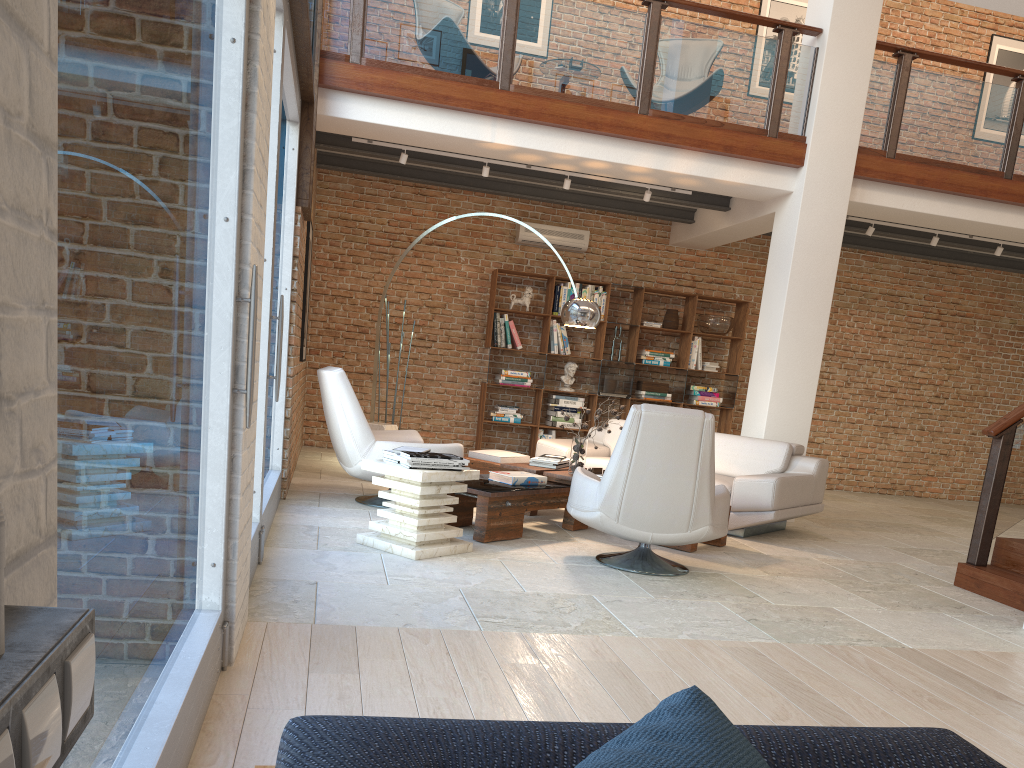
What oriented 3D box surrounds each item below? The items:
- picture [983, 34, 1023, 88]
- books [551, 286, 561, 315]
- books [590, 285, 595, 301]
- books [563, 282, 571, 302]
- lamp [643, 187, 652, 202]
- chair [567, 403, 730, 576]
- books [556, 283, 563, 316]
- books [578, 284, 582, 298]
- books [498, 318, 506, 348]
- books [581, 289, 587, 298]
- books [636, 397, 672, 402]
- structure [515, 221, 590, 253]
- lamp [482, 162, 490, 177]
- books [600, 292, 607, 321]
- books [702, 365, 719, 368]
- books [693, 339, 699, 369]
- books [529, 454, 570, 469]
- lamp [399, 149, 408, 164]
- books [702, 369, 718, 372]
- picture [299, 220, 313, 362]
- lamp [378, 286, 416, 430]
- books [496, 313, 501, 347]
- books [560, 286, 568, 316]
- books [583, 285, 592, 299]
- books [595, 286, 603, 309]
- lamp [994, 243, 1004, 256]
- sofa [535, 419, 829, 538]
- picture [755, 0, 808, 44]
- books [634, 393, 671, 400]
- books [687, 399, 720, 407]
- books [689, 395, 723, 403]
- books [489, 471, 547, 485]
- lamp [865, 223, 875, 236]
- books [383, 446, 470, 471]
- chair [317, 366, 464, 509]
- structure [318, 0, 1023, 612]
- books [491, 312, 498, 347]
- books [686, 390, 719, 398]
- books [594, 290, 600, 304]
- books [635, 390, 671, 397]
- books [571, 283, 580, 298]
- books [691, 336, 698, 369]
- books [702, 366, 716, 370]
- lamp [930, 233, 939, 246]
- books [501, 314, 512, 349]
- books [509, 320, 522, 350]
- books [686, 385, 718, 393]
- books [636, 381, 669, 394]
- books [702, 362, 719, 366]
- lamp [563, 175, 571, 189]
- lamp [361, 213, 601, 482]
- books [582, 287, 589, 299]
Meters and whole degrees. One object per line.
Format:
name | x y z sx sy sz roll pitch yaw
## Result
picture | 6.194 -3.588 10.761 0.916 1.226 0.026 4 11 -12
books | 0.486 -0.949 10.003 0.056 0.337 0.247 4 8 -12
books | 0.888 -0.936 10.075 0.036 0.393 0.237 4 9 -12
books | 0.613 -0.964 10.010 0.036 0.393 0.237 4 9 -12
lamp | 1.245 -1.735 8.003 0.061 0.118 0.092 5 7 -5
chair | 0.855 0.629 5.239 1.026 1.041 0.951 6 6 4
books | 0.526 -0.959 10.007 0.021 0.368 0.264 4 8 -12
books | 0.740 -0.951 10.043 0.036 0.393 0.237 4 9 -12
books | -0.130 -0.582 9.977 0.103 0.342 0.247 4 8 -12
books | 0.786 -0.918 10.044 0.056 0.337 0.247 4 8 -12
books | 1.702 0.184 10.479 0.357 0.021 0.266 6 1 -14
structure | 0.462 -1.674 9.948 0.815 0.225 0.195 6 7 -12
lamp | -0.230 -1.884 7.669 0.061 0.124 0.083 4 8 -10
books | 1.021 -0.894 10.127 0.056 0.337 0.247 4 8 -12
books | 2.382 -0.215 10.518 0.171 0.019 0.231 6 1 -9
books | 2.158 -0.356 10.452 0.021 0.368 0.264 4 8 -12
books | 0.306 0.617 6.990 0.248 0.076 0.396 7 1 20
lamp | -0.934 -1.953 7.513 0.059 0.132 0.084 -3 12 -42
books | 2.374 -0.162 10.538 0.171 0.019 0.231 6 1 -4
picture | -1.818 -0.804 7.714 0.027 1.224 0.887 4 8 -12
lamp | -1.266 -0.074 9.160 0.416 1.865 0.194 -3 14 -41
books | -0.174 -0.612 9.943 0.091 0.394 0.237 4 9 -12
books | 0.566 -0.941 10.002 0.056 0.337 0.247 4 8 -12
books | 0.849 -0.940 10.080 0.036 0.393 0.237 4 9 -12
books | 0.980 -0.926 10.096 0.036 0.393 0.237 4 9 -12
lamp | 4.919 -1.350 8.804 0.061 0.132 0.083 4 8 -10
sofa | 1.439 0.775 7.676 2.291 0.774 1.139 8 4 38
picture | 3.236 -3.893 10.109 0.916 1.226 0.026 4 11 -12
books | 1.689 0.154 10.484 0.381 0.037 0.238 6 1 -17
books | 2.321 0.233 10.610 0.327 0.057 0.249 6 1 -10
books | 2.352 0.179 10.604 0.328 0.057 0.249 6 1 -17
books | 0.041 0.656 6.078 0.327 0.057 0.249 5 2 -42
lamp | 3.489 -1.497 8.487 0.059 0.132 0.084 -3 12 -42
books | -0.542 0.436 5.196 0.390 0.081 0.555 5 1 -28
chair | -0.983 0.412 6.605 0.986 1.022 1.000 3 7 -28
structure | 3.922 -0.638 4.010 10.186 4.232 13.540 6 2 -12
books | -0.209 -0.615 9.927 0.091 0.394 0.237 4 9 -12
books | 2.311 0.118 10.594 0.327 0.057 0.249 6 1 -12
books | 0.931 -0.903 10.085 0.056 0.337 0.247 4 8 -12
books | 1.685 0.117 10.441 0.381 0.037 0.239 6 1 -13
books | 0.706 -0.954 10.025 0.036 0.393 0.237 4 9 -12
books | 2.134 -0.372 10.433 0.036 0.393 0.237 4 9 -12
books | 2.372 -0.189 10.517 0.132 0.034 0.202 6 1 -2
lamp | 4.193 -1.424 8.645 0.061 0.132 0.083 4 8 -10
books | -0.067 -0.599 9.954 0.121 0.390 0.237 4 9 -12
books | 0.015 -0.559 10.002 0.195 0.326 0.247 4 7 -12
books | 2.301 0.060 10.579 0.327 0.057 0.249 6 1 -2
books | 1.681 0.037 10.432 0.336 0.121 0.208 6 3 -12
books | 2.378 -0.242 10.507 0.133 0.034 0.201 5 1 -22
lamp | 0.496 -1.805 7.830 0.061 0.132 0.083 4 8 -10
lamp | -0.269 -0.208 7.314 2.009 2.409 0.313 9 11 23
books | 0.822 -0.929 10.064 0.021 0.368 0.264 4 8 -12
